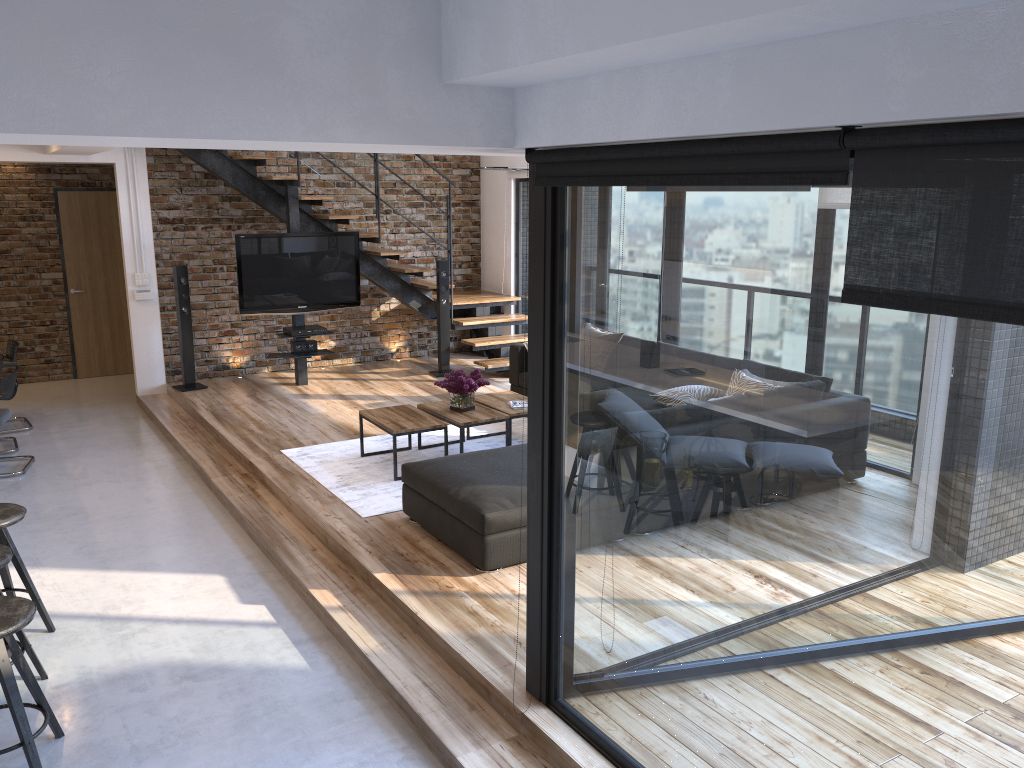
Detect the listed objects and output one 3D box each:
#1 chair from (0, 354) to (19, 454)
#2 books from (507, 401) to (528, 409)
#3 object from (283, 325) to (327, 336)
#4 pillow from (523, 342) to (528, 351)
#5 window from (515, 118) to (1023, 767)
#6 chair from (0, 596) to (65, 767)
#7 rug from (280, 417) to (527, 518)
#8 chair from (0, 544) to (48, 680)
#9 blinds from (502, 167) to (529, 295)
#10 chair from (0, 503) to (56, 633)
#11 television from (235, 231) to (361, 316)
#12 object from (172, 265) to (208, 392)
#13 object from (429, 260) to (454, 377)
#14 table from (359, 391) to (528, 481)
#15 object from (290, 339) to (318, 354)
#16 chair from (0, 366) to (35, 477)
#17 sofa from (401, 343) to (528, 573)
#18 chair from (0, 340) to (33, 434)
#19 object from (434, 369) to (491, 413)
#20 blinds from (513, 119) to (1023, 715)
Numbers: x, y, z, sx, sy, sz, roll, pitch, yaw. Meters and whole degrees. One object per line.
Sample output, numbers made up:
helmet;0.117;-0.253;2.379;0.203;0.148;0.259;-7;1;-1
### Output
chair;-4.414;0.177;7.286;0.540;0.771;0.518;-8;15;-31
books;0.121;0.152;6.603;0.295;0.013;0.228;-2;13;-10
object;-2.018;-0.521;8.650;0.360;0.058;0.274;-7;14;-31
pillow;0.351;-0.245;7.840;0.498;0.266;0.211;-7;15;-30
window;-0.199;-2.178;6.816;5.658;5.586;13.365;-8;15;-31
chair;-1.912;1.138;3.260;0.366;0.632;0.365;-4;14;-16
rug;-0.418;0.534;6.527;2.111;0.003;1.633;-7;14;-31
chair;-2.277;1.028;3.758;0.365;0.632;0.364;3;13;13
blinds;1.324;-0.900;7.807;0.095;2.051;5.356;-8;15;-31
chair;-2.491;0.919;4.249;0.366;0.632;0.366;9;15;33
television;-2.054;-1.066;8.563;1.206;0.786;0.136;-7;15;-30
object;-3.182;-0.546;8.633;0.270;1.210;0.270;-11;17;-40
object;-0.719;-0.691;9.309;0.271;1.210;0.270;-6;15;-26
table;-0.389;0.358;6.510;1.297;0.351;0.695;-7;15;-30
object;-2.054;-0.369;8.758;0.247;0.112;0.088;-7;15;-31
chair;-4.024;0.289;6.776;0.540;0.771;0.518;-4;13;-16
sofa;0.338;0.201;6.426;2.996;0.703;3.036;-7;14;-31
chair;-4.666;0.032;7.945;0.539;0.771;0.518;-9;16;-35
object;-0.361;0.021;6.426;0.374;0.344;0.341;-7;15;-29
blinds;0.928;0.260;3.019;1.828;2.059;3.848;3;13;13
